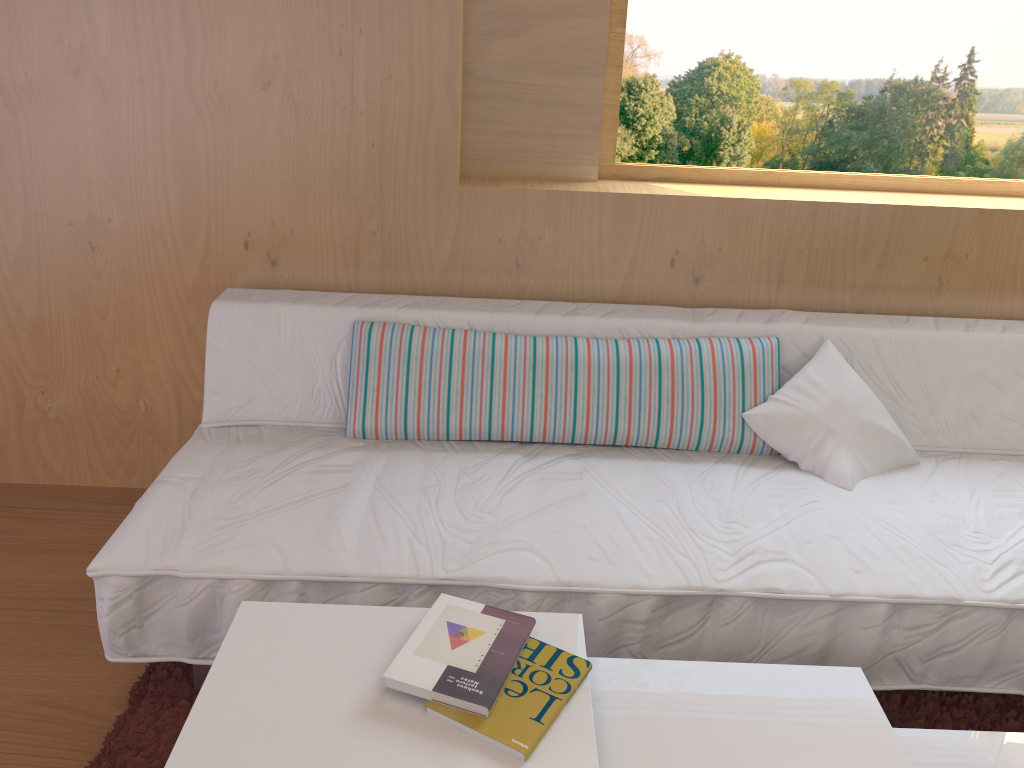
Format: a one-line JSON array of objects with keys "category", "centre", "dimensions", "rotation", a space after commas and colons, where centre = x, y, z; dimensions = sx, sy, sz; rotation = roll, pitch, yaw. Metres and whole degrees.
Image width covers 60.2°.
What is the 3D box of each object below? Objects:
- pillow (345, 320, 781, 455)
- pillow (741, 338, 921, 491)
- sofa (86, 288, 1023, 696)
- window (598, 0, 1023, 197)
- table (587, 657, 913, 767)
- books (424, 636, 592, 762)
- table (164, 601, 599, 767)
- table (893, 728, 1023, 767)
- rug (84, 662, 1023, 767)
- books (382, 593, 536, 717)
[{"category": "pillow", "centre": [0.129, 0.011, 2.118], "dimensions": [1.041, 0.246, 0.176], "rotation": [2, 21, -1]}, {"category": "pillow", "centre": [0.752, 0.066, 2.050], "dimensions": [0.348, 0.246, 0.272], "rotation": [-13, 26, -34]}, {"category": "sofa", "centre": [0.400, 0.244, 2.003], "dimensions": [2.353, 0.614, 0.885], "rotation": [2, 22, -1]}, {"category": "window", "centre": [0.993, -0.901, 2.309], "dimensions": [1.495, 0.771, 0.036], "rotation": [2, 19, -1]}, {"category": "table", "centre": [0.297, 0.685, 1.213], "dimensions": [0.458, 0.374, 0.435], "rotation": [2, 21, -1]}, {"category": "books", "centre": [-0.001, 0.413, 1.200], "dimensions": [0.153, 0.015, 0.197], "rotation": [15, 26, 26]}, {"category": "table", "centre": [-0.163, 0.641, 1.200], "dimensions": [0.524, 0.427, 0.498], "rotation": [2, 21, -1]}, {"category": "table", "centre": [0.695, 0.735, 1.229], "dimensions": [0.369, 0.301, 0.350], "rotation": [2, 21, -1]}, {"category": "rug", "centre": [0.494, 0.717, 1.674], "dimensions": [2.478, 0.020, 1.935], "rotation": [2, 23, -1]}, {"category": "books", "centre": [-0.069, 0.375, 1.244], "dimensions": [0.153, 0.015, 0.197], "rotation": [10, 24, 17]}]
